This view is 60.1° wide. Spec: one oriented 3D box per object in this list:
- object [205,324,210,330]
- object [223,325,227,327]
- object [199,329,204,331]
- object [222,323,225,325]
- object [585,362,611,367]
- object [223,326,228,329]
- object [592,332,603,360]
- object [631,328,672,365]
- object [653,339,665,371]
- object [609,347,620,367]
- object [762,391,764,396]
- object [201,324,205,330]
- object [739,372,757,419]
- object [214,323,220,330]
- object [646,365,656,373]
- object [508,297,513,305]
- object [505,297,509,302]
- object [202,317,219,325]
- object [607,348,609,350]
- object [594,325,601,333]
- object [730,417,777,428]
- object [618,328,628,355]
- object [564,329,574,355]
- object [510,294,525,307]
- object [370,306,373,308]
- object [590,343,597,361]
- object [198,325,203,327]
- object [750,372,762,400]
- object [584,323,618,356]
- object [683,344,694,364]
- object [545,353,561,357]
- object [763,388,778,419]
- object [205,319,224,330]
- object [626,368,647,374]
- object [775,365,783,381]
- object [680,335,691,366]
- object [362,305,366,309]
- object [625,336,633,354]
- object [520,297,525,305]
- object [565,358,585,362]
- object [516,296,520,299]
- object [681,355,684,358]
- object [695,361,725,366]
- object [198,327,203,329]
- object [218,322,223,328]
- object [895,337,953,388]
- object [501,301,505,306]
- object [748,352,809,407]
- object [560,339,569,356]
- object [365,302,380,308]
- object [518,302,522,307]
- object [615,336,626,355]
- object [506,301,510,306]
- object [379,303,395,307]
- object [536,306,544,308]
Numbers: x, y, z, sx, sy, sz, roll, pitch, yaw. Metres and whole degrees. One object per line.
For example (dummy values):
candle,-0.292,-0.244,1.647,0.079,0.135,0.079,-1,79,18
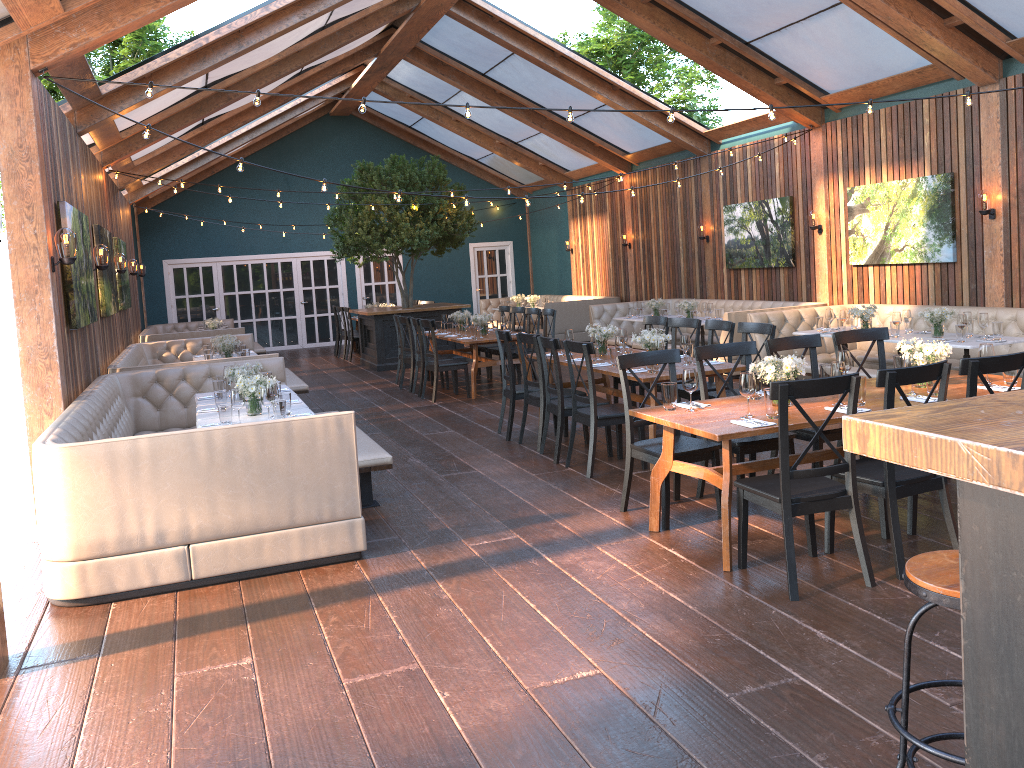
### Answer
object,-5.474,-0.961,15.914,0.092,0.243,0.093,-1,5,28
object,-5.512,-1.056,16.953,0.092,0.157,0.092,-7,6,-33
object,-5.539,-0.898,15.801,0.092,0.157,0.092,-7,6,-33
object,-5.789,-1.138,17.687,0.092,0.157,0.092,-7,6,-33
object,0.766,-0.168,7.549,0.255,0.019,0.158,-6,8,-19
object,-5.251,-0.977,16.244,0.092,0.157,0.092,-7,6,-33
object,0.776,-0.342,8.005,0.092,0.243,0.093,-2,5,23
object,1.168,-0.314,7.356,0.336,0.308,0.331,1,7,37
object,1.159,-0.227,6.966,0.092,0.243,0.093,-2,5,23
object,0.863,-0.226,7.412,0.092,0.157,0.092,-3,5,7
object,1.626,0.060,5.461,0.158,0.019,0.256,-6,8,-19
object,-6.171,-1.111,17.670,0.092,0.157,0.092,-7,6,-33
object,1.278,0.060,4.790,0.092,0.243,0.093,-2,5,23
object,-5.296,-0.971,15.903,0.092,0.243,0.093,-1,5,28
object,1.080,-0.167,6.874,0.092,0.157,0.092,-3,5,7
object,-0.032,-1.799,19.540,0.092,0.243,0.093,-2,5,23
object,-0.103,-1.826,19.771,0.092,0.243,0.093,-2,5,23
object,-5.842,-1.148,17.227,0.329,0.308,0.338,1,7,35
object,1.033,-0.355,8.801,0.255,0.019,0.158,-6,8,-19
object,0.859,-0.459,8.814,0.092,0.243,0.093,-1,5,28
object,1.250,0.196,4.634,0.158,0.019,0.256,-6,8,-19
object,1.041,-0.394,8.253,0.092,0.243,0.093,-2,5,23
object,0.557,-0.406,8.568,0.092,0.243,0.093,-1,5,28
object,0.133,-1.822,19.388,0.329,0.308,0.338,1,7,35
object,-2.851,-1.468,17.997,0.092,0.243,0.093,-2,5,23
object,0.719,-0.283,7.917,0.092,0.157,0.092,-3,5,7
object,-6.070,-1.065,17.278,0.092,0.157,0.092,-7,6,-33
object,1.472,0.014,5.359,0.092,0.157,0.092,-3,5,7
object,0.855,-0.430,8.359,0.329,0.308,0.338,-2,6,15
object,1.457,-0.250,7.313,0.092,0.157,0.092,-3,5,7
object,0.406,-0.289,8.611,0.255,0.019,0.158,-6,8,-19
object,1.394,0.104,4.731,0.092,0.157,0.092,-3,5,7
object,-5.543,-1.062,16.452,0.336,0.308,0.331,-1,6,22
object,0.997,-0.110,7.007,0.255,0.019,0.158,-6,8,-19
object,1.580,-0.027,5.290,0.092,0.243,0.093,-2,5,23
object,1.415,-0.277,7.209,0.092,0.243,0.093,-2,5,23
object,-3.094,-1.523,18.518,0.092,0.243,0.093,-2,5,23
object,1.099,-0.370,8.364,0.092,0.157,0.092,-3,5,7
object,0.226,-1.717,18.812,0.092,0.243,0.093,-1,5,28
object,0.622,-0.226,8.054,0.255,0.019,0.158,-6,8,-19
object,0.138,-1.840,19.758,0.092,0.243,0.093,-2,5,23
object,1.415,-0.237,7.747,0.255,0.019,0.158,-6,8,-19
object,1.584,-0.170,7.179,0.255,0.019,0.158,-6,8,-19
object,-5.812,-0.982,16.546,0.092,0.157,0.092,-7,6,-33
object,-5.322,-1.002,16.147,0.092,0.243,0.093,-1,5,28
object,2.527,-0.138,5.421,0.329,0.308,0.338,1,7,35
object,-0.191,-1.786,19.835,0.092,0.157,0.092,-7,6,-33
object,1.534,-0.028,5.082,0.336,0.308,0.331,-2,6,13
object,0.505,-0.346,8.464,0.092,0.157,0.092,-1,5,27
object,-2.872,-1.551,18.374,0.330,0.308,0.337,-6,6,-22
object,0.169,-1.658,18.724,0.092,0.157,0.092,-7,6,-33
object,0.920,-0.284,7.500,0.092,0.243,0.093,-2,5,23
object,-0.089,-1.741,19.452,0.092,0.157,0.092,-7,6,-33
object,-2.455,-1.449,17.428,0.329,0.308,0.338,-4,6,-5
object,0.580,-1.648,18.973,0.255,0.019,0.158,-6,8,-19
